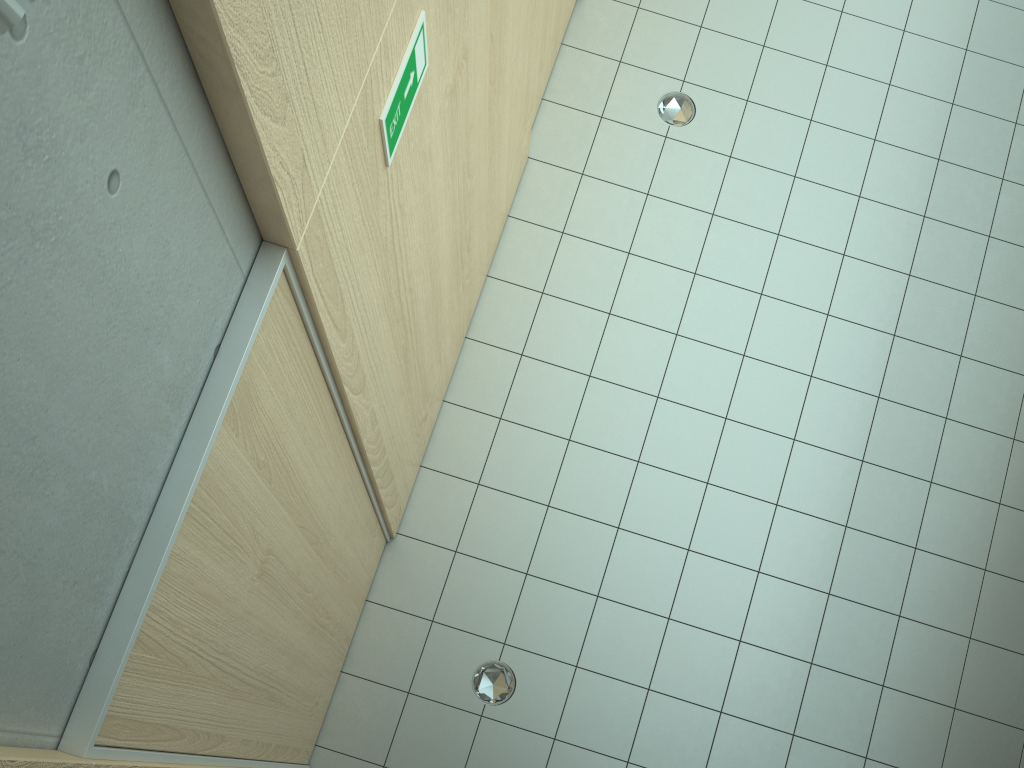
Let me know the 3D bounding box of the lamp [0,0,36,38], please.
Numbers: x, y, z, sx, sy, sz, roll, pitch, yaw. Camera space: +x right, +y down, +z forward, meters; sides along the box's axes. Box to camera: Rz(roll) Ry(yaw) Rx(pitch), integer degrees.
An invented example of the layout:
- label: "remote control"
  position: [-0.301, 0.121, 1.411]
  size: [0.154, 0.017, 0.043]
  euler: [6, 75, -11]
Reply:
- label: "lamp"
  position: [-0.421, -0.310, 0.517]
  size: [0.232, 0.213, 0.131]
  euler: [-1, 69, -3]
